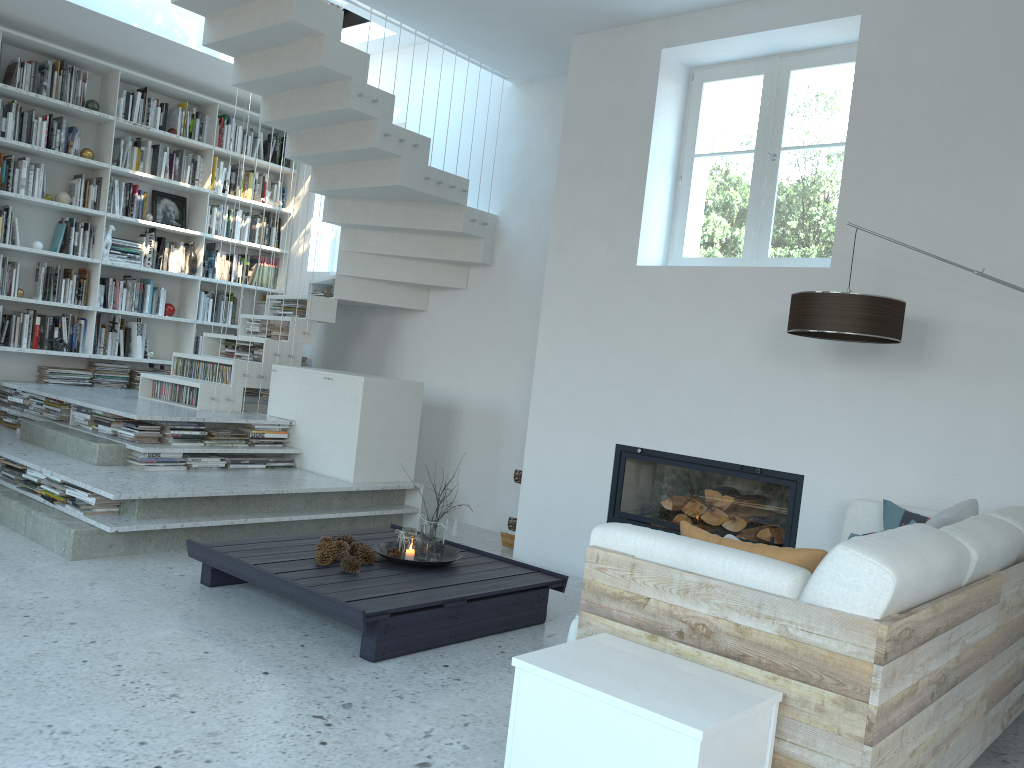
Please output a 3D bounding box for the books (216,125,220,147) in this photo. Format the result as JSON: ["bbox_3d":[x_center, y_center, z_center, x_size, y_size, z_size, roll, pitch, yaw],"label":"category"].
[{"bbox_3d":[-2.586,-2.125,7.669,0.136,0.223,0.025,8,2,41],"label":"books"}]

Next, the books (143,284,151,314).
[{"bbox_3d":[-3.051,-0.703,7.319,0.189,0.244,0.023,8,2,41],"label":"books"}]

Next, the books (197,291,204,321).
[{"bbox_3d":[-2.737,-0.677,7.695,0.175,0.252,0.024,8,2,41],"label":"books"}]

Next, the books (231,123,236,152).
[{"bbox_3d":[-2.484,-2.141,7.776,0.148,0.275,0.027,8,2,40],"label":"books"}]

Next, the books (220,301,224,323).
[{"bbox_3d":[-2.621,-0.641,7.861,0.164,0.201,0.027,8,2,41],"label":"books"}]

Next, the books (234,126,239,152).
[{"bbox_3d":[-2.465,-2.131,7.792,0.163,0.259,0.022,8,2,40],"label":"books"}]

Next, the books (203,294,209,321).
[{"bbox_3d":[-2.706,-0.669,7.746,0.151,0.242,0.022,8,2,40],"label":"books"}]

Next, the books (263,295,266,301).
[{"bbox_3d":[-2.291,-0.667,8.257,0.129,0.315,0.013,8,2,40],"label":"books"}]

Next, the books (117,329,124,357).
[{"bbox_3d":[-3.213,-0.338,7.209,0.184,0.217,0.052,8,2,41],"label":"books"}]

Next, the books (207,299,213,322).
[{"bbox_3d":[-2.688,-0.647,7.763,0.172,0.201,0.029,8,2,41],"label":"books"}]

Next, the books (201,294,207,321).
[{"bbox_3d":[-2.724,-0.668,7.723,0.153,0.236,0.037,8,2,41],"label":"books"}]

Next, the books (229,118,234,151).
[{"bbox_3d":[-2.496,-2.157,7.744,0.184,0.306,0.012,8,2,40],"label":"books"}]

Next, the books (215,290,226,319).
[{"bbox_3d":[-2.603,-0.687,7.876,0.141,0.297,0.013,8,2,40],"label":"books"}]

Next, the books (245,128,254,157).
[{"bbox_3d":[-2.369,-2.135,7.918,0.159,0.285,0.012,8,2,40],"label":"books"}]

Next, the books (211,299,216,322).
[{"bbox_3d":[-2.663,-0.648,7.809,0.149,0.208,0.025,8,2,41],"label":"books"}]

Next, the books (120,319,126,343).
[{"bbox_3d":[-3.205,-0.381,7.245,0.131,0.304,0.010,8,2,40],"label":"books"}]

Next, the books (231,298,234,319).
[{"bbox_3d":[-2.549,-0.652,7.941,0.146,0.237,0.014,8,2,40],"label":"books"}]

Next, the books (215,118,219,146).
[{"bbox_3d":[-2.590,-2.151,7.643,0.159,0.275,0.022,8,2,40],"label":"books"}]

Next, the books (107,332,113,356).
[{"bbox_3d":[-3.274,-0.329,7.156,0.139,0.188,0.030,8,2,41],"label":"books"}]

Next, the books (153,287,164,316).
[{"bbox_3d":[-2.979,-0.692,7.424,0.181,0.235,0.025,8,2,41],"label":"books"}]

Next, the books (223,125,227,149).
[{"bbox_3d":[-2.536,-2.122,7.690,0.174,0.229,0.022,8,2,41],"label":"books"}]

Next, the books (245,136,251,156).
[{"bbox_3d":[-2.387,-2.098,7.894,0.163,0.208,0.026,8,2,41],"label":"books"}]

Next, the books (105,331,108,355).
[{"bbox_3d":[-3.290,-0.342,7.134,0.137,0.210,0.025,8,2,41],"label":"books"}]

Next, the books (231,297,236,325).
[{"bbox_3d":[-2.537,-0.659,7.959,0.160,0.254,0.012,8,2,40],"label":"books"}]

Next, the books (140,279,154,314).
[{"bbox_3d":[-3.035,-0.725,7.339,0.181,0.290,0.026,8,2,40],"label":"books"}]

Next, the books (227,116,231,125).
[{"bbox_3d":[-2.514,-2.170,7.744,0.151,0.326,0.012,8,2,40],"label":"books"}]

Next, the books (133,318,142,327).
[{"bbox_3d":[-3.115,-0.383,7.344,0.136,0.326,0.012,8,2,40],"label":"books"}]

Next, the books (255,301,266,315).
[{"bbox_3d":[-2.326,-0.639,8.205,0.160,0.254,0.012,8,2,40],"label":"books"}]

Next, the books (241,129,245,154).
[{"bbox_3d":[-2.431,-2.123,7.847,0.154,0.250,0.027,8,2,41],"label":"books"}]

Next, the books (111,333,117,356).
[{"bbox_3d":[-3.251,-0.325,7.172,0.149,0.185,0.024,8,2,41],"label":"books"}]

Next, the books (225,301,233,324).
[{"bbox_3d":[-2.557,-0.636,7.909,0.174,0.205,0.021,8,2,41],"label":"books"}]

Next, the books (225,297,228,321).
[{"bbox_3d":[-2.592,-0.659,7.909,0.131,0.242,0.027,8,2,40],"label":"books"}]

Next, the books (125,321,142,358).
[{"bbox_3d":[-3.112,-0.364,7.262,0.255,0.291,0.075,8,2,41],"label":"books"}]

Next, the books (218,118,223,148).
[{"bbox_3d":[-2.559,-2.154,7.673,0.150,0.286,0.013,8,2,40],"label":"books"}]

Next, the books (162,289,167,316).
[{"bbox_3d":[-2.964,-0.685,7.445,0.170,0.223,0.027,8,2,41],"label":"books"}]

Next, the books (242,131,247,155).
[{"bbox_3d":[-2.408,-2.114,7.861,0.143,0.237,0.025,8,2,40],"label":"books"}]

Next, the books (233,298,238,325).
[{"bbox_3d":[-2.527,-0.651,7.966,0.166,0.240,0.013,8,2,41],"label":"books"}]

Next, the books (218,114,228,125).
[{"bbox_3d":[-2.535,-2.174,7.716,0.142,0.331,0.014,8,2,40],"label":"books"}]

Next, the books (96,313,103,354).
[{"bbox_3d":[-3.328,-0.404,7.096,0.130,0.327,0.013,8,2,40],"label":"books"}]

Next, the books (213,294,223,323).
[{"bbox_3d":[-2.624,-0.664,7.811,0.184,0.248,0.027,8,2,41],"label":"books"}]

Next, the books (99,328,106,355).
[{"bbox_3d":[-3.314,-0.346,7.104,0.163,0.214,0.023,8,2,41],"label":"books"}]

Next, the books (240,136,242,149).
[{"bbox_3d":[-2.436,-2.117,7.826,0.148,0.237,0.011,8,2,40],"label":"books"}]

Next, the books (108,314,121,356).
[{"bbox_3d":[-3.228,-0.398,7.183,0.168,0.333,0.014,8,2,40],"label":"books"}]

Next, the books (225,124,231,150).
[{"bbox_3d":[-2.518,-2.128,7.722,0.182,0.244,0.023,8,2,41],"label":"books"}]

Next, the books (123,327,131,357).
[{"bbox_3d":[-3.181,-0.346,7.250,0.171,0.239,0.031,8,2,41],"label":"books"}]

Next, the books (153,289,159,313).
[{"bbox_3d":[-3.007,-0.687,7.407,0.139,0.219,0.037,8,2,41],"label":"books"}]

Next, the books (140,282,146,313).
[{"bbox_3d":[-3.080,-0.711,7.322,0.160,0.254,0.012,8,2,40],"label":"books"}]

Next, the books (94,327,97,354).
[{"bbox_3d":[-3.350,-0.349,7.081,0.139,0.213,0.033,8,2,41],"label":"books"}]

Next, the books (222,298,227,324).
[{"bbox_3d":[-2.593,-0.653,7.883,0.172,0.230,0.014,8,2,41],"label":"books"}]

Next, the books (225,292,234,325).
[{"bbox_3d":[-2.549,-0.676,7.926,0.161,0.284,0.011,8,2,40],"label":"books"}]

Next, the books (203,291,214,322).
[{"bbox_3d":[-2.681,-0.680,7.794,0.133,0.267,0.024,8,2,40],"label":"books"}]

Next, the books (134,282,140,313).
[{"bbox_3d":[-3.114,-0.711,7.273,0.165,0.246,0.026,8,2,41],"label":"books"}]

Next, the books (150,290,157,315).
[{"bbox_3d":[-3.018,-0.678,7.372,0.189,0.201,0.030,8,2,41],"label":"books"}]

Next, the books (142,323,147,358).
[{"bbox_3d":[-3.088,-0.361,7.344,0.160,0.287,0.025,8,2,40],"label":"books"}]

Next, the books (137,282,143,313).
[{"bbox_3d":[-3.086,-0.709,7.276,0.177,0.249,0.014,8,2,41],"label":"books"}]

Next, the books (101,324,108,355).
[{"bbox_3d":[-3.293,-0.359,7.111,0.156,0.243,0.015,8,2,40],"label":"books"}]

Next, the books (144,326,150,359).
[{"bbox_3d":[-3.068,-0.352,7.384,0.148,0.274,0.062,8,2,41],"label":"books"}]

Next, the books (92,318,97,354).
[{"bbox_3d":[-3.352,-0.386,7.054,0.138,0.287,0.015,8,2,40],"label":"books"}]

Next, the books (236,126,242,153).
[{"bbox_3d":[-2.449,-2.132,7.811,0.178,0.264,0.029,8,2,41],"label":"books"}]

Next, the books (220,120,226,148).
[{"bbox_3d":[-2.542,-2.143,7.675,0.184,0.269,0.012,8,2,40],"label":"books"}]
